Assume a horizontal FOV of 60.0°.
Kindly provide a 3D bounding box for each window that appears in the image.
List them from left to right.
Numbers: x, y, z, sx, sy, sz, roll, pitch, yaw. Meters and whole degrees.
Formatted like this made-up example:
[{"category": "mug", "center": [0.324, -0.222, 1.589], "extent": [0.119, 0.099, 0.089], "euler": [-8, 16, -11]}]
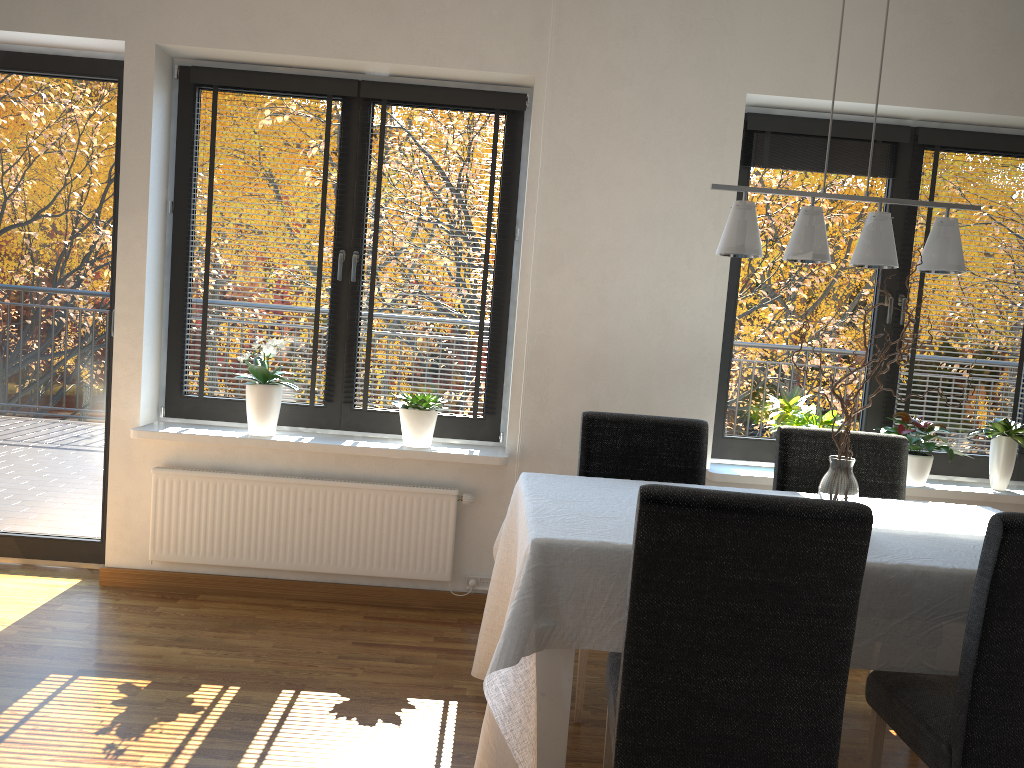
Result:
[{"category": "window", "center": [-0.440, 0.790, 15.821], "extent": [12.962, 18.394, 21.820], "euler": [7, 5, 29]}, {"category": "window", "center": [1.673, -0.374, 3.962], "extent": [1.561, 1.590, 0.119], "euler": [4, 5, -1]}]

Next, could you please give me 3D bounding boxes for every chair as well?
[{"category": "chair", "center": [0.450, 0.607, 3.030], "extent": [0.461, 0.961, 0.544], "euler": [4, 5, -1]}, {"category": "chair", "center": [0.465, 0.681, 2.049], "extent": [0.461, 0.961, 0.544], "euler": [5, 5, 4]}, {"category": "chair", "center": [1.151, 0.661, 3.046], "extent": [0.461, 0.961, 0.544], "euler": [5, 5, 4]}, {"category": "chair", "center": [1.167, 0.734, 2.065], "extent": [0.461, 0.961, 0.544], "euler": [4, 5, -1]}]

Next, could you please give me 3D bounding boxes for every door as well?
[{"category": "door", "center": [-2.144, -0.322, 3.904], "extent": [0.976, 2.277, 0.119], "euler": [4, 5, -1]}]

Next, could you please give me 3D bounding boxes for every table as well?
[{"category": "table", "center": [0.812, 0.767, 2.593], "extent": [1.856, 0.764, 1.234], "euler": [4, 4, -1]}]

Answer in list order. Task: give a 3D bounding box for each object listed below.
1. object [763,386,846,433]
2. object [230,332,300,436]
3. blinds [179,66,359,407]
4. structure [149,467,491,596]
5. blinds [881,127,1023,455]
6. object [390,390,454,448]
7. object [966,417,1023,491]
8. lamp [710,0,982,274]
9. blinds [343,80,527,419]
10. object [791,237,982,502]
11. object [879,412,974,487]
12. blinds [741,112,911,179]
[{"category": "object", "center": [1.247, 0.203, 3.807], "extent": [0.333, 0.385, 0.299], "euler": [6, 5, 14]}, {"category": "object", "center": [-1.038, 0.000, 3.737], "extent": [0.286, 0.444, 0.340], "euler": [3, 5, -13]}, {"category": "blinds", "center": [-1.065, -0.623, 3.857], "extent": [0.710, 1.424, 0.049], "euler": [4, 5, -1]}, {"category": "structure", "center": [-0.798, 0.632, 3.759], "extent": [1.457, 0.460, 0.078], "euler": [4, 5, -3]}, {"category": "blinds", "center": [2.061, -0.384, 3.929], "extent": [0.710, 1.424, 0.049], "euler": [4, 5, -1]}, {"category": "object", "center": [-0.398, 0.148, 3.814], "extent": [0.267, 0.237, 0.283], "euler": [3, 5, -19]}, {"category": "object", "center": [2.123, 0.302, 3.856], "extent": [0.292, 0.316, 0.353], "euler": [4, 5, -10]}, {"category": "lamp", "center": [0.967, -0.975, 2.434], "extent": [0.760, 1.286, 0.131], "euler": [4, 5, -1]}, {"category": "blinds", "center": [-0.345, -0.568, 3.874], "extent": [0.710, 1.424, 0.049], "euler": [4, 5, -1]}, {"category": "object", "center": [0.978, 0.011, 2.499], "extent": [0.403, 0.786, 0.614], "euler": [2, 5, -27]}, {"category": "object", "center": [1.727, 0.279, 3.793], "extent": [0.380, 0.309, 0.370], "euler": [2, 5, -27]}, {"category": "blinds", "center": [1.363, -1.034, 3.860], "extent": [0.710, 0.230, 0.049], "euler": [4, 5, -1]}]
